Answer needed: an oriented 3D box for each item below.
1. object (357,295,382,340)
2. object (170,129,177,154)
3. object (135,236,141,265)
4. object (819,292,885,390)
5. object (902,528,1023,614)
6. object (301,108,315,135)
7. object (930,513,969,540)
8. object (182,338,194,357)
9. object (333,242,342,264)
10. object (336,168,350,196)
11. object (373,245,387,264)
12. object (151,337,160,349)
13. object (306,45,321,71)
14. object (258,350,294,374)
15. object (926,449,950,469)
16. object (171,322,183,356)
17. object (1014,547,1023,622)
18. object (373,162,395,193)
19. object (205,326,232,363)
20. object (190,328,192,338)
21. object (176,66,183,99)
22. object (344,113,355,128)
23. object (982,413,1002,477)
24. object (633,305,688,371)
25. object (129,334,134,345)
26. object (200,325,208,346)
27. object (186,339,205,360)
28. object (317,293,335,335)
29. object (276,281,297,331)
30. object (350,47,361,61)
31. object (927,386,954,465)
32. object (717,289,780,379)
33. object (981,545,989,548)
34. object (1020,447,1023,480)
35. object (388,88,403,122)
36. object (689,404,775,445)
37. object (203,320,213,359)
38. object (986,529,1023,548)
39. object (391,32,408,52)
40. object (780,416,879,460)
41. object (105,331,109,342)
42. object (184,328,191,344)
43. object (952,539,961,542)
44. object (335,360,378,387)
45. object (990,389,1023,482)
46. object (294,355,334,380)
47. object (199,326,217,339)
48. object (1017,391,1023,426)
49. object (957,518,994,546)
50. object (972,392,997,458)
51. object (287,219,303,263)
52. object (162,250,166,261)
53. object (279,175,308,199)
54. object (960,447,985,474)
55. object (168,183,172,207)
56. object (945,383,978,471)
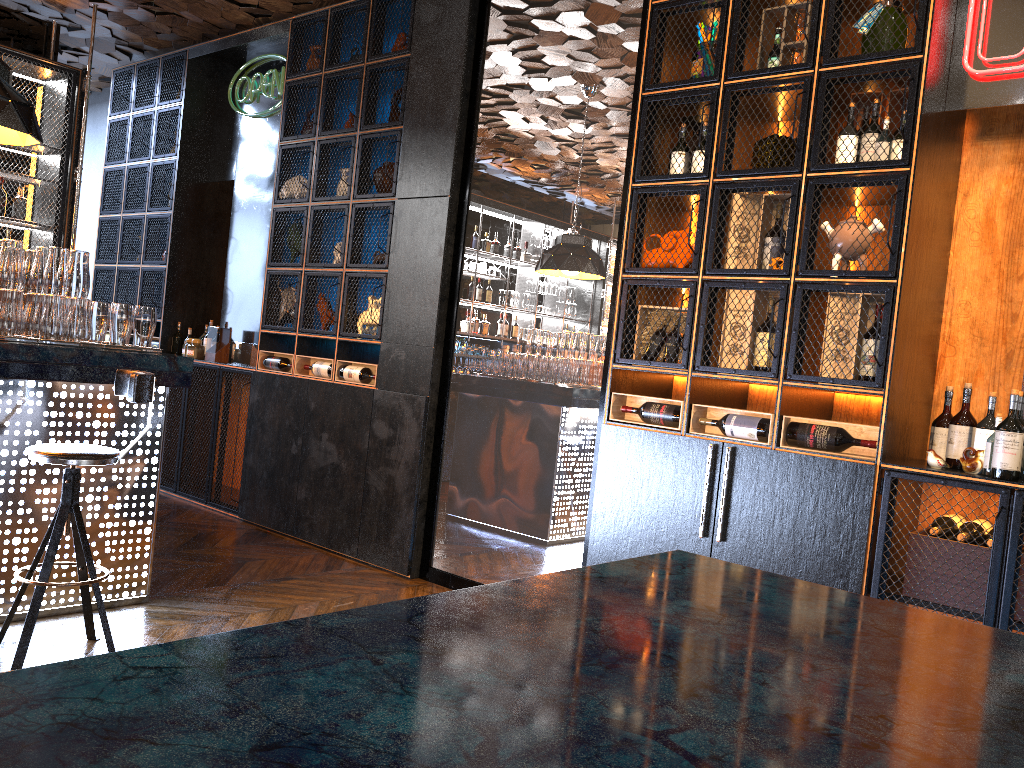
[{"bbox_3d":[-0.824,-0.422,5.604,0.164,0.303,0.341,5,2,-45],"label":"object"},{"bbox_3d":[-2.707,-1.965,7.268,0.290,0.290,0.097,7,2,39],"label":"object"},{"bbox_3d":[-3.083,-1.139,7.612,0.290,0.290,0.097,6,1,-11],"label":"object"},{"bbox_3d":[1.471,-0.182,3.753,0.276,0.396,0.136,7,2,31],"label":"object"},{"bbox_3d":[1.814,0.732,3.524,0.349,0.248,0.439,7,2,40],"label":"object"},{"bbox_3d":[-1.367,-1.778,6.137,0.253,0.249,0.126,7,2,40],"label":"object"},{"bbox_3d":[1.764,0.587,3.605,0.100,0.101,0.365,7,2,40],"label":"object"},{"bbox_3d":[-2.483,-0.276,6.991,0.117,0.164,0.228,7,2,42],"label":"object"},{"bbox_3d":[-1.121,-0.848,5.906,0.183,0.210,0.096,7,2,43],"label":"object"},{"bbox_3d":[-1.033,-1.297,5.872,0.253,0.249,0.126,6,1,10],"label":"object"},{"bbox_3d":[-0.806,-0.816,5.616,0.212,0.220,0.119,7,2,25],"label":"object"},{"bbox_3d":[-2.919,-0.319,7.263,0.396,0.132,0.122,7,2,40],"label":"object"},{"bbox_3d":[-1.290,-2.204,6.119,0.253,0.249,0.126,6,1,10],"label":"object"},{"bbox_3d":[-1.574,-0.146,6.095,0.396,0.133,0.122,7,2,40],"label":"object"},{"bbox_3d":[1.643,0.291,3.416,0.068,0.074,0.069,5,2,-30],"label":"object"},{"bbox_3d":[-2.688,-0.360,7.135,0.080,0.279,0.080,6,1,-1],"label":"object"},{"bbox_3d":[2.108,0.768,3.324,0.349,0.248,0.439,7,2,40],"label":"object"},{"bbox_3d":[-0.746,-1.261,5.593,0.265,0.239,0.266,7,1,19],"label":"object"},{"bbox_3d":[-2.234,-0.299,6.743,0.144,0.264,0.116,7,2,40],"label":"object"},{"bbox_3d":[-2.592,-0.332,7.123,0.065,0.237,0.065,6,1,-1],"label":"object"},{"bbox_3d":[-2.678,-2.434,7.278,0.198,0.358,0.116,7,2,40],"label":"object"},{"bbox_3d":[-1.018,-1.695,5.885,0.105,0.168,0.210,7,2,40],"label":"object"},{"bbox_3d":[1.834,0.231,3.322,0.179,0.237,0.086,5,2,-31],"label":"object"},{"bbox_3d":[0.794,-0.217,4.300,0.361,0.297,0.152,7,2,32],"label":"object"},{"bbox_3d":[-3.236,-0.360,7.544,0.396,0.132,0.123,7,2,40],"label":"object"},{"bbox_3d":[-2.441,-0.332,7.057,0.080,0.279,0.080,6,1,-1],"label":"object"},{"bbox_3d":[-2.439,-0.268,6.845,0.106,0.164,0.106,7,2,30],"label":"object"},{"bbox_3d":[-1.203,-0.457,5.871,0.208,0.280,0.131,7,1,22],"label":"object"},{"bbox_3d":[-1.501,-0.533,6.171,0.175,0.351,0.369,5,2,-45],"label":"object"},{"bbox_3d":[-0.961,-2.203,5.855,0.289,0.332,0.152,7,2,33],"label":"object"},{"bbox_3d":[1.745,0.182,3.573,0.100,0.347,0.100,6,1,-6],"label":"object"},{"bbox_3d":[1.105,-0.227,4.020,0.281,0.396,0.139,7,2,38],"label":"object"},{"bbox_3d":[1.823,0.699,3.529,0.100,0.101,0.345,7,2,40],"label":"object"},{"bbox_3d":[1.919,0.242,3.271,0.065,0.237,0.065,6,1,14],"label":"object"},{"bbox_3d":[-0.688,-1.714,5.576,0.249,0.290,0.114,7,2,40],"label":"object"},{"bbox_3d":[0.988,0.177,3.899,0.122,0.132,0.396,5,2,-45],"label":"object"},{"bbox_3d":[-2.379,-0.347,6.980,0.086,0.313,0.086,6,1,-6],"label":"object"},{"bbox_3d":[1.901,0.605,3.444,0.100,0.101,0.365,7,2,40],"label":"object"},{"bbox_3d":[-0.651,-2.106,5.570,0.278,0.222,0.138,7,2,41],"label":"object"},{"bbox_3d":[1.326,0.220,3.654,0.396,0.132,0.126,7,2,29],"label":"object"},{"bbox_3d":[-3.556,-0.402,7.826,0.396,0.132,0.122,7,2,43],"label":"object"},{"bbox_3d":[-2.569,-0.327,7.040,0.065,0.237,0.065,6,1,9],"label":"object"},{"bbox_3d":[1.753,0.690,3.608,0.100,0.101,0.365,7,2,40],"label":"object"},{"bbox_3d":[-0.928,-0.065,5.536,0.396,0.132,0.123,7,2,41],"label":"object"},{"bbox_3d":[1.797,0.186,3.201,0.091,0.332,0.091,6,1,-6],"label":"object"},{"bbox_3d":[-1.254,-0.106,5.817,0.396,0.132,0.122,7,2,40],"label":"object"},{"bbox_3d":[-2.416,-0.340,7.206,0.229,0.294,0.165,6,1,9],"label":"object"},{"bbox_3d":[1.908,0.193,3.366,0.091,0.332,0.091,6,1,-6],"label":"object"},{"bbox_3d":[1.828,0.595,3.519,0.100,0.101,0.365,7,2,40],"label":"object"},{"bbox_3d":[1.818,0.186,3.384,0.086,0.313,0.086,6,1,-6],"label":"object"},{"bbox_3d":[-1.448,-0.972,6.162,0.167,0.356,0.255,5,2,-45],"label":"object"},{"bbox_3d":[-2.752,-1.062,7.365,0.278,0.222,0.138,6,1,-20],"label":"object"},{"bbox_3d":[-1.404,-1.329,6.143,0.403,0.221,0.192,6,1,10],"label":"object"},{"bbox_3d":[1.744,0.291,3.352,0.087,0.102,0.077,7,1,19],"label":"object"},{"bbox_3d":[-2.747,-1.568,7.321,0.198,0.358,0.116,6,1,10],"label":"object"},{"bbox_3d":[1.771,0.169,3.480,0.100,0.347,0.100,6,1,-6],"label":"object"}]
